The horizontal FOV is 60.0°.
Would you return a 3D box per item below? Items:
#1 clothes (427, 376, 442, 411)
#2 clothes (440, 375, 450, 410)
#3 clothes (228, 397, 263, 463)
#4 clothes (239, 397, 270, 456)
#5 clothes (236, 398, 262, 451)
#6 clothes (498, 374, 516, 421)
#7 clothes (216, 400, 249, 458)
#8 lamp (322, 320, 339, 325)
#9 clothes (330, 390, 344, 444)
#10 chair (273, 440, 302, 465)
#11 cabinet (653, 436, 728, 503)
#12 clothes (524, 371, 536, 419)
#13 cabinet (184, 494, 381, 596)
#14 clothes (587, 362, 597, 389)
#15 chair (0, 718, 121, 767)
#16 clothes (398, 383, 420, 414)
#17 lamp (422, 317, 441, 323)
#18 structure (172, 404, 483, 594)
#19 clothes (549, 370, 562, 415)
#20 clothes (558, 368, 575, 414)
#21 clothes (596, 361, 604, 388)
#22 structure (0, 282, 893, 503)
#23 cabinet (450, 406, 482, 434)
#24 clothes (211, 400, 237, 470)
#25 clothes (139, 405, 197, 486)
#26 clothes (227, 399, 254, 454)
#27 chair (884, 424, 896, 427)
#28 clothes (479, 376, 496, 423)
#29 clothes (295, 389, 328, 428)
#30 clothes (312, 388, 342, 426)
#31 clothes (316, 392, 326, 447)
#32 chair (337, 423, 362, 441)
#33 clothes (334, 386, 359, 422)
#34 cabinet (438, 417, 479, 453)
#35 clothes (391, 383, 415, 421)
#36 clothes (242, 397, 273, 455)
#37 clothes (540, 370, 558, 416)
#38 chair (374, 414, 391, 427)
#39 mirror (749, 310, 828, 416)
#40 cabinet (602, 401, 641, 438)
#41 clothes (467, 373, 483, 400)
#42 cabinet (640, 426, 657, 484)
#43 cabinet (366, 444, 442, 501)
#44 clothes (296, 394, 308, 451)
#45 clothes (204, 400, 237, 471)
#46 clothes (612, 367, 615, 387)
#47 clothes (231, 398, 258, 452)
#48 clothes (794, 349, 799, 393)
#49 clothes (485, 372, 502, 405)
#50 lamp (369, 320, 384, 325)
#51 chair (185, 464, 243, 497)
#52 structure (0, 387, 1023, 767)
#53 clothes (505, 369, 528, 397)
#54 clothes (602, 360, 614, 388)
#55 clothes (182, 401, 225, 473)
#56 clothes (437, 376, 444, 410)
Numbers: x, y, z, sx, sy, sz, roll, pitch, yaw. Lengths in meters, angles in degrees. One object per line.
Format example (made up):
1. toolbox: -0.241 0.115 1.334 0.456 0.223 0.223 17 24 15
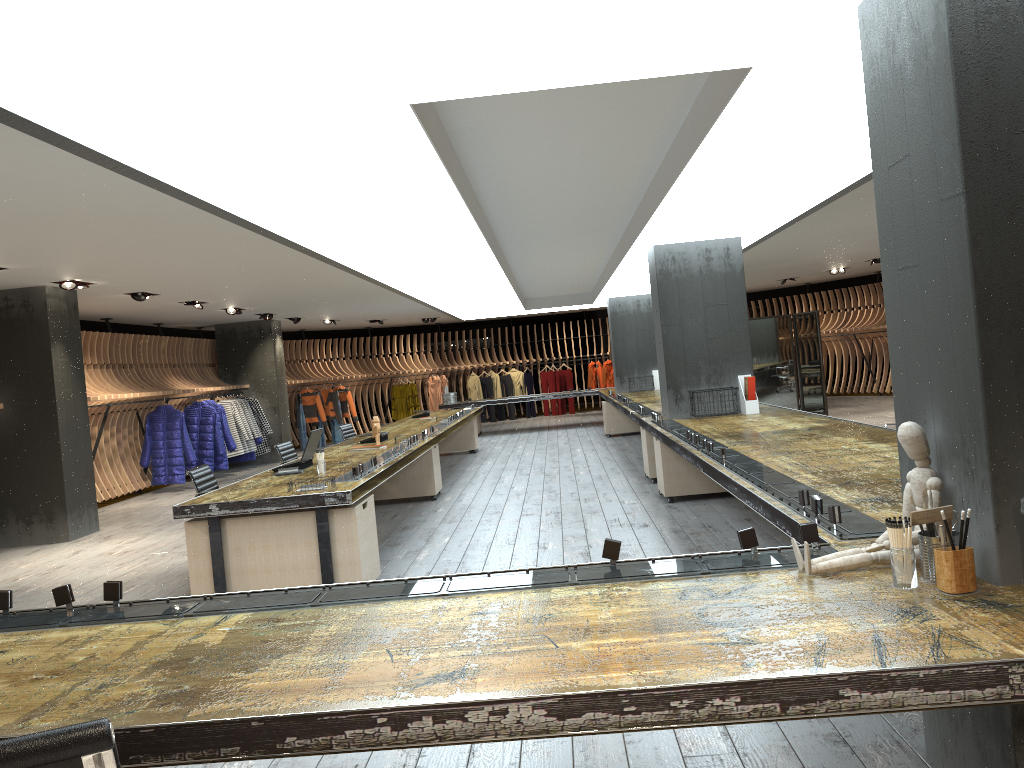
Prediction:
1. clothes: -1.999 0.365 22.923 0.447 1.156 0.125 -5 0 38
2. clothes: -1.755 0.339 23.062 0.125 1.156 0.447 -6 0 -32
3. clothes: -5.150 0.861 16.706 0.885 1.239 0.245 -5 0 0
4. clothes: -4.999 0.830 16.857 0.807 1.187 0.192 -5 0 3
5. clothes: -5.038 0.785 16.494 0.752 1.062 0.128 -5 0 1
6. clothes: -0.178 0.408 23.676 0.539 1.352 0.087 -5 0 27
7. clothes: -5.070 0.802 15.818 0.752 1.062 0.128 -5 0 1
8. lamp: -3.912 -1.403 19.081 0.269 0.296 0.493 -5 1 22
9. clothes: -4.126 0.848 20.790 0.309 1.421 0.200 -5 0 -25
10. chair: -2.140 1.024 9.431 0.668 0.859 0.693 -5 1 -6
11. cabinet: 2.009 0.764 8.689 1.131 0.630 0.593 -5 1 3
12. clothes: 0.481 0.340 23.822 0.087 1.352 0.539 -5 0 27
13. cabinet: -1.528 1.153 6.035 1.131 0.630 0.593 -5 1 3
14. clothes: 2.162 -0.159 23.826 0.200 0.881 0.840 -5 1 18
15. chair: -0.809 0.984 1.369 0.665 1.023 0.699 -6 1 -17
16. clothes: -2.625 0.497 22.467 0.664 1.044 0.168 -5 0 34
17. lamp: -2.012 -1.633 21.583 0.493 0.297 0.269 -6 1 -37
18. structure: -1.319 0.925 10.863 1.162 0.844 10.454 -5 1 3
19. clothes: 1.172 0.282 23.882 0.093 1.337 0.551 -5 0 -27
20. clothes: 1.460 0.255 23.884 0.551 1.337 0.093 -5 0 43
21. clothes: 2.395 -0.181 23.849 0.201 0.881 0.840 -5 1 8
22. structure: 0.876 -0.059 6.461 14.880 2.439 36.563 -5 1 3
23. cabinet: -1.012 0.828 19.273 0.593 0.630 1.132 -5 1 3
24. clothes: -5.243 0.899 15.326 0.885 1.239 0.245 -5 0 0
25. clothes: -5.324 0.942 13.616 0.885 1.239 0.245 -5 0 0
26. clothes: -5.059 0.796 16.054 0.752 1.062 0.128 -5 0 1
27. chair: 3.151 0.581 6.797 0.668 0.859 0.693 -6 1 -21
28. clothes: -0.671 0.458 23.529 0.539 1.352 0.087 -5 0 37
29. clothes: -4.591 0.553 20.031 0.839 0.881 0.201 -5 0 18
30. clothes: -4.289 0.518 20.508 0.839 0.881 0.201 -5 0 23
31. clothes: -4.405 0.885 20.265 0.200 1.421 0.309 -5 0 -5
32. chair: -1.983 0.954 12.072 0.667 0.859 0.693 -5 1 -1
33. clothes: -4.029 0.480 21.021 0.839 0.881 0.201 -5 0 33
34. cabinet: -1.190 0.922 15.575 1.131 0.630 0.593 -5 1 3
35. clothes: -2.762 0.513 22.346 0.664 1.044 0.168 -5 0 34
36. clothes: -4.999 0.826 17.045 0.799 1.185 0.191 -5 0 3
37. clothes: 1.006 0.298 23.875 0.093 1.337 0.551 -6 0 -42
38. chair: -1.888 0.899 14.281 0.668 0.859 0.693 -5 1 -11
39. mirror: 4.663 -0.271 15.912 2.110 1.892 0.443 -5 1 44
40. cabinet: 2.237 0.589 16.095 1.131 0.630 0.593 -5 1 3
41. clothes: -0.996 0.163 23.423 0.250 0.889 0.704 -6 1 -37
42. cabinet: 2.073 0.730 10.041 1.131 0.630 0.593 -5 1 3
43. cabinet: -1.433 1.053 10.374 1.131 0.630 0.593 -5 1 3
44. clothes: -4.653 0.920 19.726 0.200 1.421 0.308 -5 0 -20
45. clothes: -5.173 0.894 15.144 0.883 1.246 0.249 -5 0 0
46. clothes: 2.832 -0.220 23.707 0.201 0.881 0.839 -5 1 -17
47. clothes: -5.046 0.790 16.316 0.752 1.062 0.128 -5 0 1
48. clothes: 6.803 -0.361 21.119 0.444 1.129 0.126 -6 0 -25
49. clothes: -0.503 0.113 23.608 0.704 0.889 0.250 -5 1 43
50. lamp: -3.130 -1.507 20.458 0.269 0.293 0.493 -5 1 35
51. chair: -2.266 1.081 7.268 0.668 0.859 0.693 -5 1 -11
52. structure: 0.498 0.760 10.561 4.835 0.844 18.480 -5 1 3
53. clothes: 0.078 0.053 23.743 0.704 0.889 0.250 -5 0 23
54. clothes: 2.595 -0.199 23.769 0.200 0.881 0.840 -5 1 33
55. clothes: -5.336 0.921 15.011 0.880 1.260 0.242 -5 0 0
56. clothes: -1.899 0.355 22.984 0.125 1.156 0.447 -5 0 -27
